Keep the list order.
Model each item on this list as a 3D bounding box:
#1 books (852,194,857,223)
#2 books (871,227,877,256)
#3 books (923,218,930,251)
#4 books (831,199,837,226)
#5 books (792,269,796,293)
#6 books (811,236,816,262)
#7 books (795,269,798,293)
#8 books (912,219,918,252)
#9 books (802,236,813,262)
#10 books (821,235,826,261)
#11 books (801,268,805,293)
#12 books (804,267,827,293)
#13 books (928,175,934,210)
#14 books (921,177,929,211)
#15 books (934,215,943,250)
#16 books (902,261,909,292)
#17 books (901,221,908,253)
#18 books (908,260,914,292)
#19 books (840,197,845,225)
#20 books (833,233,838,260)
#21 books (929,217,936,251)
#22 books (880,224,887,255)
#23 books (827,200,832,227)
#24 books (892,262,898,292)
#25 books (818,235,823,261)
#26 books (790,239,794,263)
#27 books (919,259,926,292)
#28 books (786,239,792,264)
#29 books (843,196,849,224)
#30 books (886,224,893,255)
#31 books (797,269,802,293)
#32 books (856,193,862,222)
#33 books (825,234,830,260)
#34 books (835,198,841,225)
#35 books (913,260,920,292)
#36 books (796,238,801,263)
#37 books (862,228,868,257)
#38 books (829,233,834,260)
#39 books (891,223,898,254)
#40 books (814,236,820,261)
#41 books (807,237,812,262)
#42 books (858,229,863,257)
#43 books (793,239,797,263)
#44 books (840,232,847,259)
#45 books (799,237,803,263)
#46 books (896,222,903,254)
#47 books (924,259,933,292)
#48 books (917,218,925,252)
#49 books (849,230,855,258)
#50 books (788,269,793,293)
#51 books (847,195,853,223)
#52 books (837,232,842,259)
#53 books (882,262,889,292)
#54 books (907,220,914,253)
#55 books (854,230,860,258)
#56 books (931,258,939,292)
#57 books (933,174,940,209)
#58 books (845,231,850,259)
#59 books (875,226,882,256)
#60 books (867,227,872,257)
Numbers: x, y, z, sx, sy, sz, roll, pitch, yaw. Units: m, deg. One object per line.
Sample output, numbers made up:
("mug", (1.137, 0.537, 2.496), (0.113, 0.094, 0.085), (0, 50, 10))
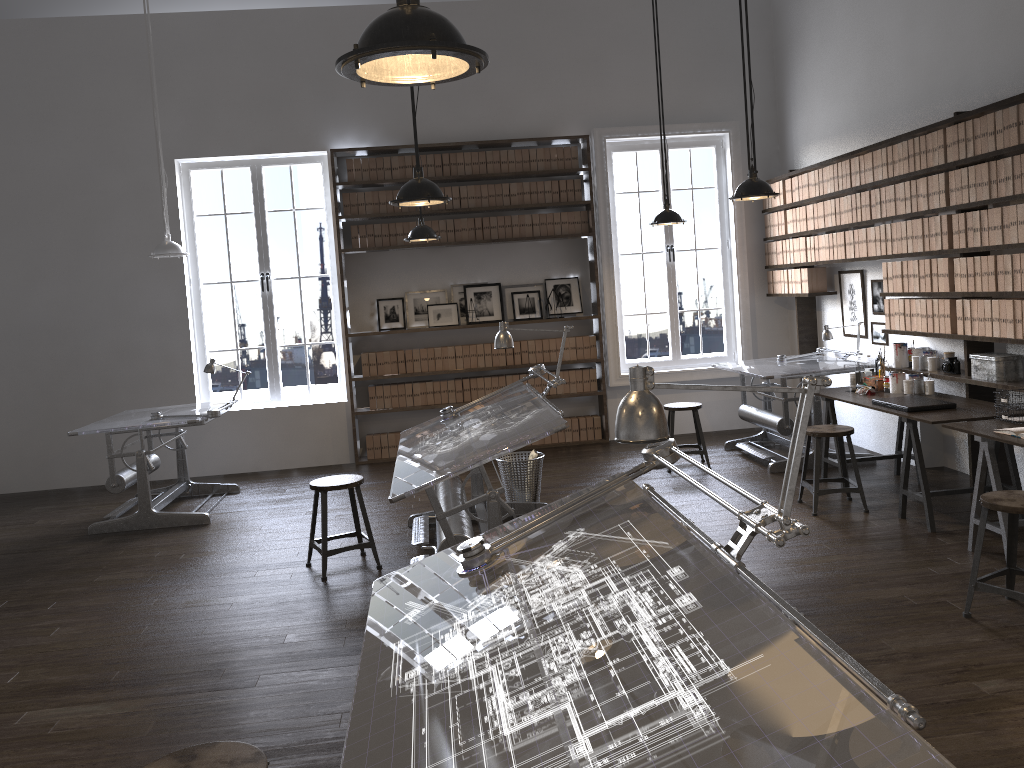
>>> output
("books", (2.746, -1.369, 6.894), (0.174, 0.225, 0.067), (-4, 3, -5))
("books", (2.794, -1.070, 6.647), (0.174, 0.225, 0.067), (-4, 3, -5))
("books", (2.865, -1.009, 5.948), (0.174, 0.225, 0.067), (-4, 3, -5))
("books", (2.713, -1.404, 7.247), (0.174, 0.225, 0.067), (-4, 3, -5))
("books", (2.670, -0.948, 8.136), (0.174, 0.225, 0.067), (-4, 3, -5))
("books", (2.692, -1.173, 7.683), (0.174, 0.225, 0.067), (-4, 3, -5))
("books", (2.678, -0.942, 8.074), (0.174, 0.225, 0.067), (-4, 3, -5))
("books", (2.850, -1.022, 6.081), (0.174, 0.225, 0.067), (-4, 3, -5))
("books", (2.673, -1.196, 7.853), (0.174, 0.225, 0.067), (-4, 3, -5))
("books", (2.714, -1.152, 7.474), (0.174, 0.225, 0.067), (-4, 3, -5))
("books", (2.693, -0.928, 7.938), (0.174, 0.225, 0.067), (-4, 3, -5))
("books", (2.698, -0.921, 7.869), (0.174, 0.225, 0.067), (-4, 3, -5))
("books", (2.852, -1.267, 5.854), (0.174, 0.225, 0.067), (-4, 3, -5))
("books", (2.841, -1.273, 5.919), (0.174, 0.225, 0.067), (-4, 3, -5))
("books", (2.874, -0.995, 5.807), (0.174, 0.225, 0.067), (-4, 3, -5))
("books", (2.857, -0.761, 6.246), (0.174, 0.225, 0.067), (-4, 3, -5))
("books", (2.834, -1.035, 6.216), (0.174, 0.225, 0.067), (-4, 3, -5))
("books", (2.864, -0.755, 6.176), (0.174, 0.225, 0.067), (-4, 3, -5))
("books", (2.732, -1.391, 7.108), (0.174, 0.225, 0.067), (-4, 3, -5))
("books", (2.735, -1.132, 7.268), (0.174, 0.225, 0.067), (-4, 3, -5))
("books", (2.871, -1.002, 5.877), (0.174, 0.225, 0.067), (-4, 3, -5))
("books", (2.805, -1.062, 6.496), (0.174, 0.225, 0.067), (-4, 3, -5))
("books", (2.708, -1.411, 7.319), (0.174, 0.225, 0.067), (-4, 3, -5))
("books", (2.842, -0.775, 6.380), (0.174, 0.225, 0.067), (-4, 3, -5))
("books", (2.711, -1.159, 7.544), (0.174, 0.225, 0.067), (-4, 3, -5))
("books", (2.650, -1.224, 8.129), (0.174, 0.225, 0.067), (-4, 3, -5))
("books", (2.878, -0.741, 6.035), (0.174, 0.225, 0.067), (-4, 3, -5))
("books", (2.639, -1.230, 8.201), (0.174, 0.225, 0.067), (-4, 3, -5))
("books", (2.735, -1.384, 7.038), (0.174, 0.225, 0.067), (-4, 3, -5))
("books", (2.815, -1.056, 6.424), (0.174, 0.225, 0.067), (-4, 3, -5))
("books", (2.680, -0.935, 8.007), (0.174, 0.225, 0.067), (-4, 3, -5))
("books", (2.756, -1.363, 6.832), (0.174, 0.225, 0.067), (-4, 3, -5))
("books", (2.717, -1.145, 7.402), (0.174, 0.225, 0.067), (-4, 3, -5))
("books", (2.724, -1.398, 7.177), (0.174, 0.225, 0.067), (-4, 3, -5))
("books", (2.866, -0.747, 6.105), (0.174, 0.225, 0.067), (-4, 3, -5))
("books", (2.665, -1.210, 7.990), (0.174, 0.225, 0.067), (-4, 3, -5))
("books", (2.779, -1.083, 6.775), (0.174, 0.225, 0.067), (-4, 3, -5))
("books", (2.724, -1.138, 7.330), (0.174, 0.225, 0.067), (-4, 3, -5))
("books", (2.826, -1.049, 6.355), (0.174, 0.225, 0.067), (-4, 3, -5))
("books", (2.702, -1.166, 7.613), (0.174, 0.225, 0.067), (-4, 3, -5))
("books", (2.686, -1.181, 7.765), (0.174, 0.225, 0.067), (-4, 3, -5))
("books", (2.778, -1.090, 6.843), (0.174, 0.225, 0.067), (-4, 3, -5))
("books", (2.660, -1.217, 8.060), (0.174, 0.225, 0.067), (-4, 3, -5))
("books", (2.745, -1.118, 7.129), (0.174, 0.225, 0.067), (-4, 3, -5))
("books", (2.671, -1.203, 7.916), (0.174, 0.225, 0.067), (-4, 3, -5))
("books", (2.831, -1.042, 6.286), (0.174, 0.225, 0.067), (-4, 3, -5))
("books", (2.879, -0.733, 5.960), (0.174, 0.225, 0.067), (-4, 3, -5))
("books", (2.852, -1.015, 6.015), (0.174, 0.225, 0.067), (-4, 3, -5))
("books", (2.760, -1.104, 6.983), (0.174, 0.225, 0.067), (-4, 3, -5))
("books", (2.661, -0.955, 8.208), (0.174, 0.225, 0.067), (-4, 3, -5))
("books", (2.739, -1.376, 6.966), (0.174, 0.225, 0.067), (-4, 3, -5))
("books", (2.744, -1.125, 7.203), (0.174, 0.225, 0.067), (-4, 3, -5))
("books", (2.826, -0.788, 6.514), (0.174, 0.225, 0.067), (-4, 3, -5))
("books", (2.843, -1.028, 6.144), (0.174, 0.225, 0.067), (-4, 3, -5))
("books", (2.771, -1.097, 6.913), (0.174, 0.225, 0.067), (-4, 3, -5))
("books", (2.892, -0.726, 5.887), (0.174, 0.225, 0.067), (-4, 3, -5))
("books", (2.857, -1.261, 5.791), (0.174, 0.225, 0.067), (-4, 3, -5))
("books", (2.758, -1.111, 7.055), (0.174, 0.225, 0.067), (-4, 3, -5))
("books", (2.799, -1.063, 6.575), (0.174, 0.225, 0.067), (-4, 3, -5))
("books", (2.790, -1.077, 6.709), (0.174, 0.225, 0.067), (-4, 3, -5))
